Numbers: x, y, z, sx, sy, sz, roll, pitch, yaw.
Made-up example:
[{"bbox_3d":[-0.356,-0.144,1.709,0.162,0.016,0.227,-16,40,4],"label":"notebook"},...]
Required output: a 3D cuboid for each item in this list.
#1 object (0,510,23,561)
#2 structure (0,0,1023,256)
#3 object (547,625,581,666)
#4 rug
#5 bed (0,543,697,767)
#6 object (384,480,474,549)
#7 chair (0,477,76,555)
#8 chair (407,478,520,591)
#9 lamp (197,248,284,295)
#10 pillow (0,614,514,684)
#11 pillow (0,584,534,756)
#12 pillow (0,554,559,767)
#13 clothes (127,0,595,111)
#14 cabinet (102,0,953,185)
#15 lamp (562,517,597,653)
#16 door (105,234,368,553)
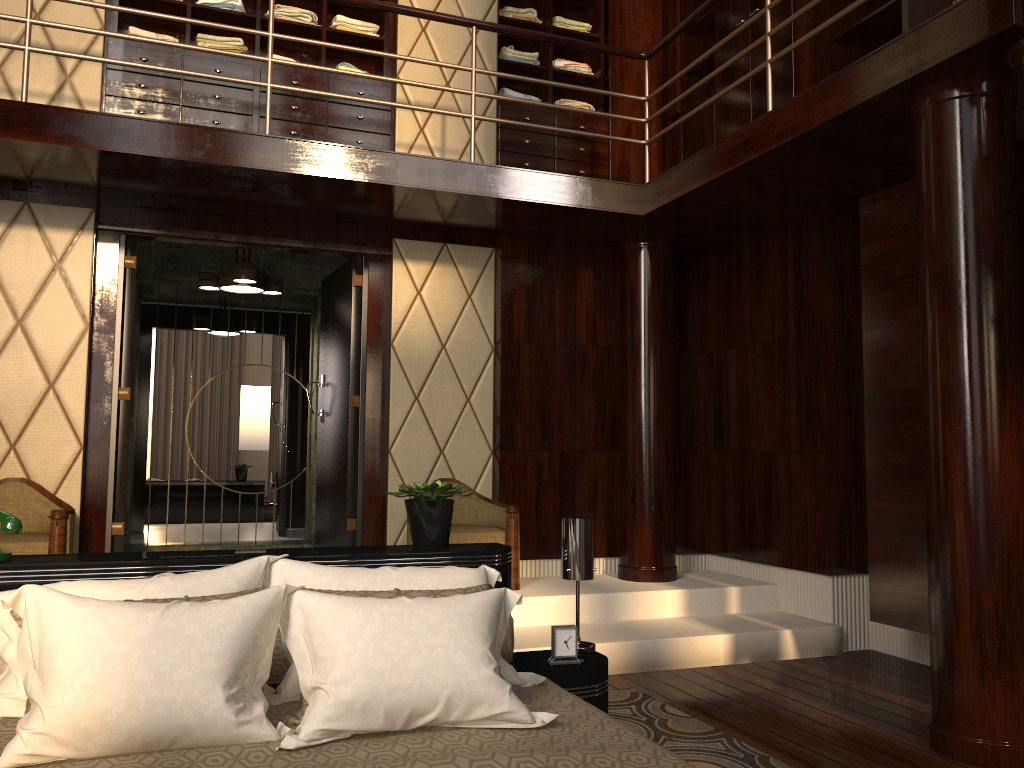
[{"bbox_3d":[-1.372,0.385,2.277,0.178,0.131,0.158,-2,-6,32],"label":"object"},{"bbox_3d":[-0.739,-0.424,2.963,6.107,3.189,3.750,2,-5,-21],"label":"structure"},{"bbox_3d":[0.145,0.727,2.467,0.088,0.103,0.034,2,-5,-13],"label":"object"},{"bbox_3d":[-0.200,1.046,1.376,2.910,0.006,3.735,2,-5,-21],"label":"rug"},{"bbox_3d":[-0.365,0.722,1.465,1.985,0.660,2.381,2,-5,-21],"label":"bed"},{"bbox_3d":[-0.248,0.395,2.702,0.256,0.205,0.241,4,-6,-39],"label":"object"},{"bbox_3d":[-2.217,0.689,3.865,0.571,0.550,0.462,2,-5,-21],"label":"chair"},{"bbox_3d":[-0.280,0.769,4.598,0.571,0.550,0.462,2,-5,-21],"label":"chair"},{"bbox_3d":[-1.706,-0.750,5.462,0.467,0.347,0.515,0,-5,9],"label":"lamp"},{"bbox_3d":[-0.658,0.675,2.241,1.396,0.167,0.173,2,-5,-21],"label":"pillow"},{"bbox_3d":[-0.503,0.597,1.942,1.123,0.271,0.293,2,-5,-20],"label":"pillow"},{"bbox_3d":[-0.536,0.572,1.959,1.322,0.320,0.685,2,-5,-19],"label":"pillow"},{"bbox_3d":[-1.833,-2.236,4.826,4.996,0.954,0.818,3,-6,-28],"label":"clothes"},{"bbox_3d":[-1.171,-2.239,4.304,6.767,2.432,2.576,2,-5,-21],"label":"cabinet"},{"bbox_3d":[0.195,0.590,2.629,0.106,0.385,0.109,2,-5,-13],"label":"lamp"},{"bbox_3d":[-1.621,0.175,5.040,1.435,1.820,0.828,2,-5,-22],"label":"door"}]
